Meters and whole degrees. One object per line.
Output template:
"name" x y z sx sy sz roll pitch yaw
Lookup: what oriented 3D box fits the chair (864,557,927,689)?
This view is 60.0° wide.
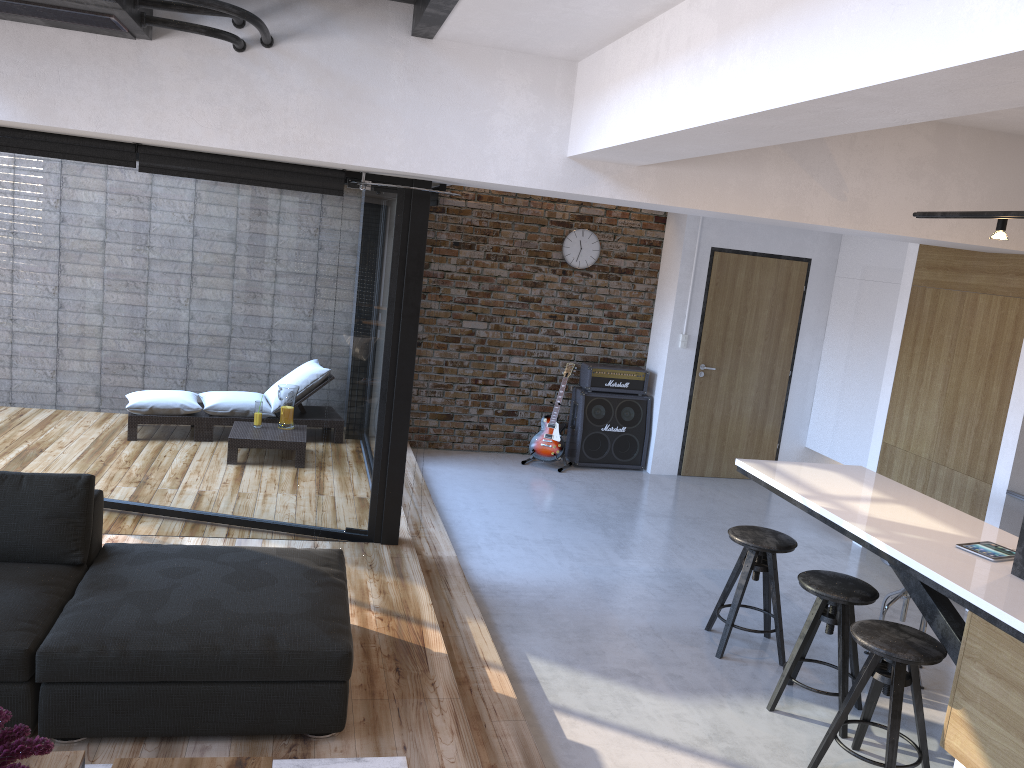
"chair" 2.041 1.192 4.611 0.357 0.638 0.356 12 11 31

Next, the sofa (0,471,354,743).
"sofa" -1.880 0.897 2.220 2.999 0.702 3.035 4 10 -13

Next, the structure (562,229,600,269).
"structure" 0.634 -1.242 8.145 0.360 0.361 0.040 4 10 -13

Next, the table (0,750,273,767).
"table" -1.231 1.184 1.989 1.298 0.351 0.695 4 10 -13

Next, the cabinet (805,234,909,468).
"cabinet" 3.139 -0.279 7.547 0.020 2.122 1.704 4 10 -13

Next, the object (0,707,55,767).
"object" -1.216 0.840 1.941 0.375 0.344 0.341 4 10 -12

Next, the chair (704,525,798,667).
"chair" 1.275 1.097 4.686 0.366 0.632 0.366 7 10 1

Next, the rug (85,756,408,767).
"rug" -1.215 1.358 2.034 2.114 0.003 1.632 4 9 -13

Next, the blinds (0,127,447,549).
"blinds" -1.280 -0.243 5.414 1.826 2.057 3.856 12 11 30

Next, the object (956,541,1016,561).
"object" 2.057 0.719 3.806 0.240 0.013 0.187 2 10 -28

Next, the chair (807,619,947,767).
"chair" 1.492 1.306 3.559 0.366 0.632 0.366 -1 13 -38

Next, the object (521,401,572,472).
"object" 0.352 0.457 8.090 0.389 0.589 0.330 10 11 21

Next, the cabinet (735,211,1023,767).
"cabinet" 3.185 0.615 1.980 2.474 2.879 9.090 4 10 -13

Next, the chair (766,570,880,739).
"chair" 1.453 1.214 4.097 0.365 0.632 0.365 12 11 31

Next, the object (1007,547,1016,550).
"object" 2.246 0.646 3.644 0.214 0.247 0.416 8 10 8

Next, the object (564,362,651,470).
"object" 0.924 0.295 8.327 0.696 0.939 0.357 4 10 -13

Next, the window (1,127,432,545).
"window" -1.421 -1.100 0.800 5.665 5.581 13.360 4 10 -13

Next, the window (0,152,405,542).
"window" -1.891 -0.230 5.000 2.448 2.056 0.100 7 10 3

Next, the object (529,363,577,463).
"object" 0.422 0.258 8.171 0.330 0.875 0.523 10 11 21
